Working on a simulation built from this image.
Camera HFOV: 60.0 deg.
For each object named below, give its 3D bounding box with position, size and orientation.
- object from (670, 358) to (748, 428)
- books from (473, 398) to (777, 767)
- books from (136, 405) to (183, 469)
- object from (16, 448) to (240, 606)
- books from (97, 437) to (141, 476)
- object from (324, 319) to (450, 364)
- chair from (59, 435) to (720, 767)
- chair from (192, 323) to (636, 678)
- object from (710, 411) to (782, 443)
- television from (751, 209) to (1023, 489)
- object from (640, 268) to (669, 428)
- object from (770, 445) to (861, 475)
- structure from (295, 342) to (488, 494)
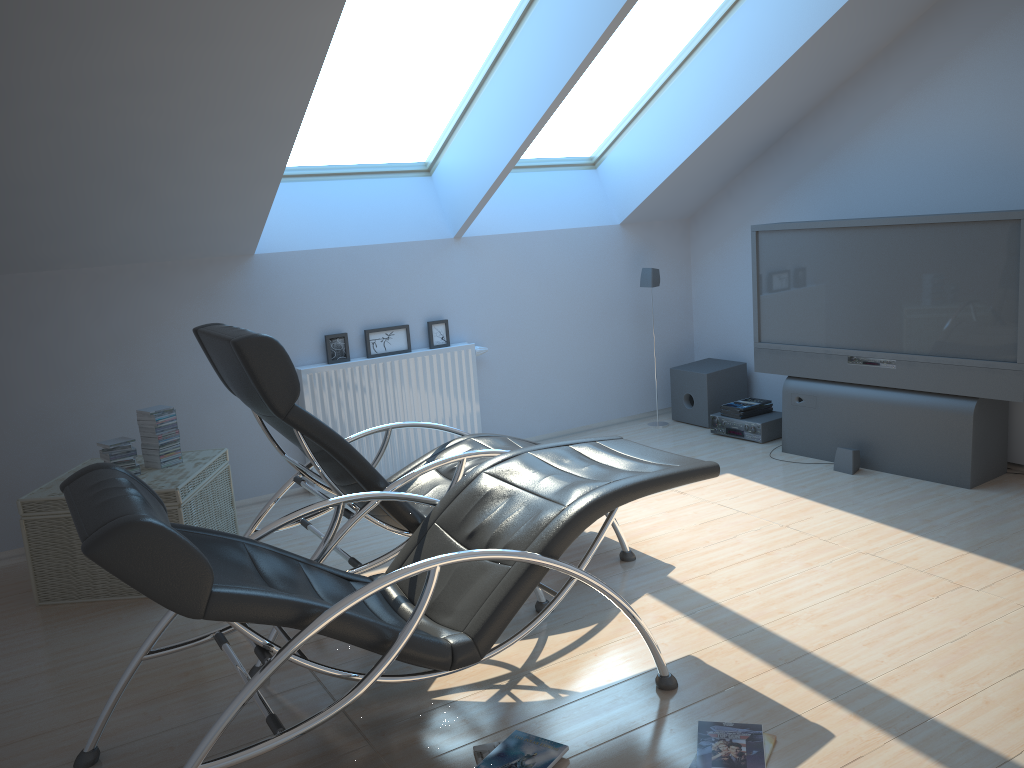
[{"bbox_3d":[1.476,0.058,6.654,0.401,0.424,0.400,-10,12,-29],"label":"object"},{"bbox_3d":[0.975,0.671,4.101,1.045,0.222,4.790,1,12,27],"label":"books"},{"bbox_3d":[-1.760,0.268,4.426,0.149,0.300,0.149,2,12,30],"label":"books"},{"bbox_3d":[-1.854,0.682,4.401,0.744,0.518,0.745,-4,10,0],"label":"object"},{"bbox_3d":[-1.898,0.364,4.285,0.165,0.184,0.162,-11,12,-31],"label":"books"},{"bbox_3d":[-0.789,-0.277,5.721,0.846,0.180,0.030,-10,12,-29],"label":"object"},{"bbox_3d":[-0.310,0.614,2.889,2.114,0.953,0.836,-10,12,-29],"label":"chair"},{"bbox_3d":[-0.381,0.276,3.943,1.938,1.251,0.836,-10,12,-29],"label":"chair"},{"bbox_3d":[1.667,0.279,6.177,0.358,0.138,0.450,-11,12,-34],"label":"object"},{"bbox_3d":[2.193,-0.241,5.190,0.400,1.446,1.686,-11,12,-34],"label":"television"},{"bbox_3d":[1.054,-0.269,6.561,0.158,1.181,0.160,-10,12,-29],"label":"object"},{"bbox_3d":[1.820,0.364,5.672,0.394,0.141,1.163,-5,10,-1],"label":"object"},{"bbox_3d":[-0.710,0.195,5.800,1.324,0.800,0.120,-10,12,-29],"label":"structure"}]
